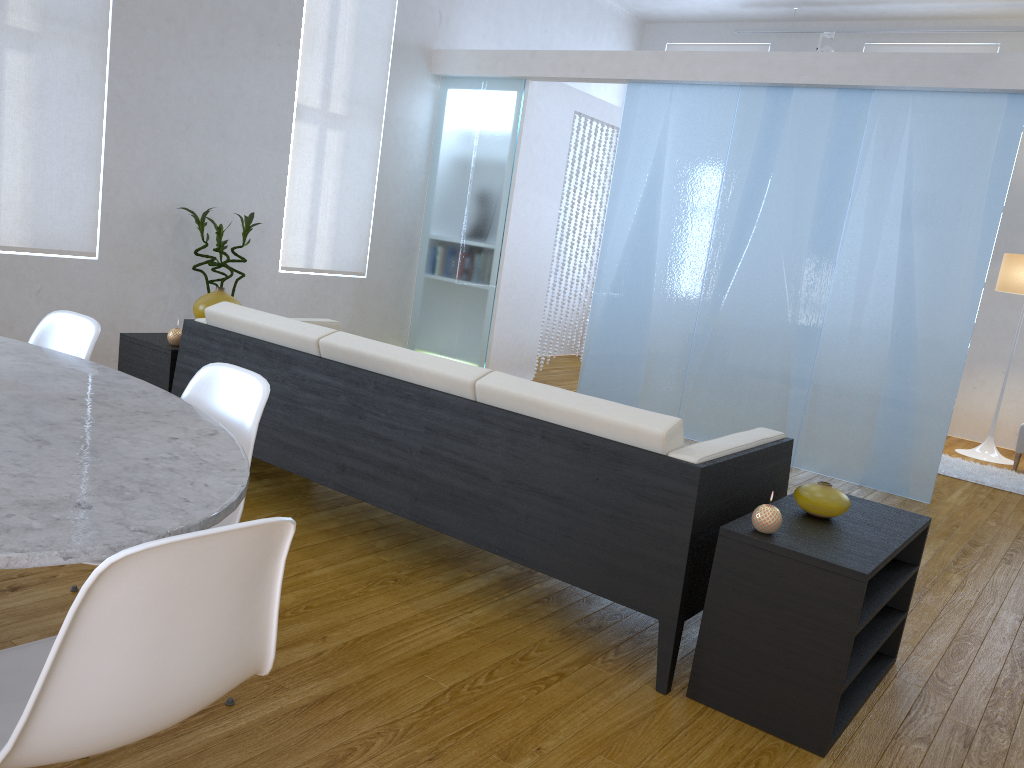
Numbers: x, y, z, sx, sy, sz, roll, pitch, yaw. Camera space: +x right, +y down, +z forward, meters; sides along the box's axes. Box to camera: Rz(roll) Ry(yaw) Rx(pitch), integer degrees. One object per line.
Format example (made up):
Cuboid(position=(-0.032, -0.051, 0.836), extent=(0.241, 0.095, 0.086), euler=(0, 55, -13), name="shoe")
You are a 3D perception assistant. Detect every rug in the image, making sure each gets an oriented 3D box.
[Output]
Cuboid(position=(3.057, 0.571, 5.730), extent=(1.091, 0.047, 0.755), euler=(15, 11, 33), name="rug")

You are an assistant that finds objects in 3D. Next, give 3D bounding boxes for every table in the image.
Cuboid(position=(-1.281, 0.296, 1.695), extent=(1.902, 0.626, 1.069), euler=(15, 12, 33), name="table")

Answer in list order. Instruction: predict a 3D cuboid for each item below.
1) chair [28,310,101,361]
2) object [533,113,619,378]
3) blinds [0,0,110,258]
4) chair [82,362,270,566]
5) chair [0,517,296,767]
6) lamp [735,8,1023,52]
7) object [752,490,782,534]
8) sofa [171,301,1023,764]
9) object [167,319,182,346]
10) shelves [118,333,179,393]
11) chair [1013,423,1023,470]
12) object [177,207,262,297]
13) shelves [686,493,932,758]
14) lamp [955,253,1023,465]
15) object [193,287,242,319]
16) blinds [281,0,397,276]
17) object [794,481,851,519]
Cuboid(position=(-1.267, 0.000, 2.177), extent=(0.404, 0.354, 0.418), euler=(15, 12, 33), name="chair")
Cuboid(position=(0.565, -1.057, 7.098), extent=(0.050, 2.027, 0.921), euler=(16, 13, 33), name="object")
Cuboid(position=(-2.251, -1.676, 4.143), extent=(0.007, 2.123, 0.760), euler=(16, 13, 34), name="blinds")
Cuboid(position=(-0.733, 0.145, 1.786), extent=(0.404, 0.354, 0.419), euler=(16, 13, 37), name="chair")
Cuboid(position=(-0.510, 0.287, 1.139), extent=(0.417, 0.354, 0.405), euler=(16, 12, 36), name="chair")
Cuboid(position=(3.179, -2.637, 6.796), extent=(3.106, 0.489, 0.197), euler=(14, 12, 32), name="lamp")
Cuboid(position=(0.621, 0.307, 2.147), extent=(0.071, 0.104, 0.071), euler=(3, 12, -28), name="object")
Cuboid(position=(0.196, 0.175, 3.642), extent=(5.316, 0.683, 9.707), euler=(15, 11, 34), name="sofa")
Cuboid(position=(-1.310, -0.204, 3.469), extent=(0.071, 0.104, 0.071), euler=(3, 12, -28), name="object")
Cuboid(position=(-1.258, 0.034, 3.807), extent=(0.348, 0.454, 0.728), euler=(16, 12, 34), name="shelves")
Cuboid(position=(3.762, 0.172, 5.936), extent=(0.378, 0.967, 0.469), euler=(2, 12, -30), name="chair")
Cuboid(position=(-1.706, -0.507, 5.028), extent=(0.380, 0.986, 0.481), euler=(10, 11, 6), name="object")
Cuboid(position=(0.820, 0.584, 2.384), extent=(0.348, 0.454, 0.728), euler=(16, 12, 34), name="shelves")
Cuboid(position=(3.565, -0.175, 6.336), extent=(0.413, 1.459, 0.410), euler=(0, 14, -36), name="lamp")
Cuboid(position=(-1.254, -0.305, 3.787), extent=(0.207, 0.216, 0.205), euler=(6, 11, -14), name="object")
Cuboid(position=(-1.104, -1.773, 5.756), extent=(0.007, 2.124, 0.760), euler=(16, 13, 34), name="blinds")
Cuboid(position=(0.829, 0.308, 2.372), extent=(0.147, 0.091, 0.145), euler=(6, 10, -14), name="object")
